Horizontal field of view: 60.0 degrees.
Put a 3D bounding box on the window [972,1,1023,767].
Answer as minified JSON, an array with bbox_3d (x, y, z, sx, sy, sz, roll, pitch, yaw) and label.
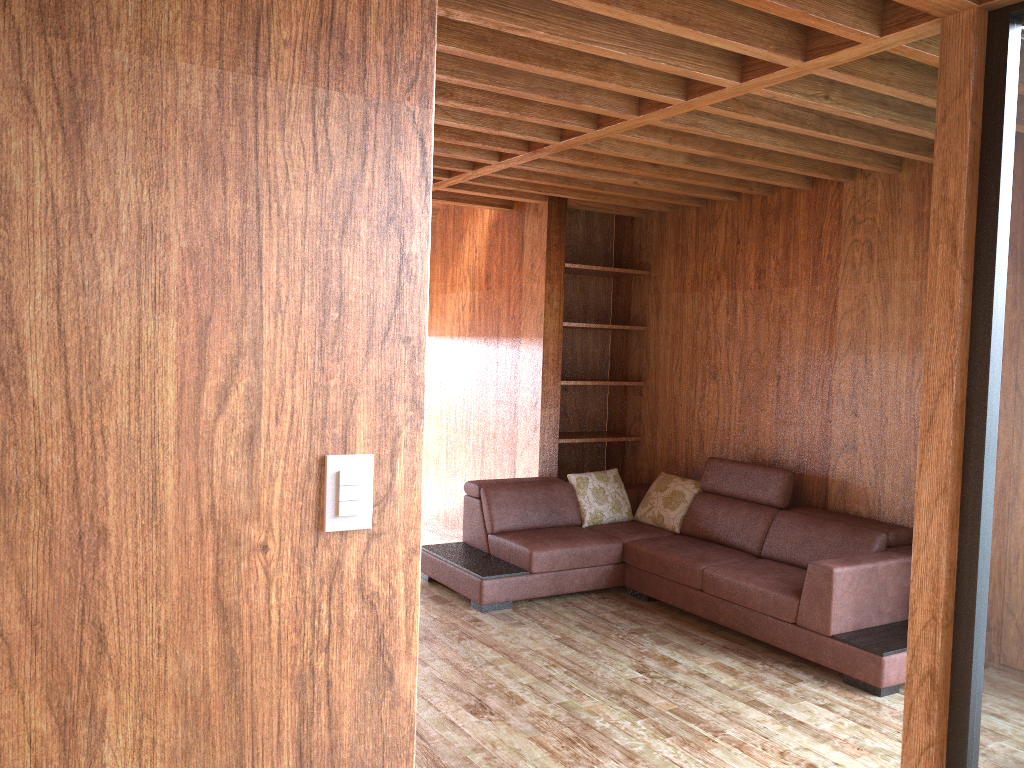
[{"bbox_3d":[1.210,-0.827,1.665,4.134,5.133,13.860,0,3,-31],"label":"window"}]

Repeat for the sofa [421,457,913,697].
[{"bbox_3d":[0.809,0.824,4.573,1.712,0.760,2.486,1,3,-31],"label":"sofa"}]
